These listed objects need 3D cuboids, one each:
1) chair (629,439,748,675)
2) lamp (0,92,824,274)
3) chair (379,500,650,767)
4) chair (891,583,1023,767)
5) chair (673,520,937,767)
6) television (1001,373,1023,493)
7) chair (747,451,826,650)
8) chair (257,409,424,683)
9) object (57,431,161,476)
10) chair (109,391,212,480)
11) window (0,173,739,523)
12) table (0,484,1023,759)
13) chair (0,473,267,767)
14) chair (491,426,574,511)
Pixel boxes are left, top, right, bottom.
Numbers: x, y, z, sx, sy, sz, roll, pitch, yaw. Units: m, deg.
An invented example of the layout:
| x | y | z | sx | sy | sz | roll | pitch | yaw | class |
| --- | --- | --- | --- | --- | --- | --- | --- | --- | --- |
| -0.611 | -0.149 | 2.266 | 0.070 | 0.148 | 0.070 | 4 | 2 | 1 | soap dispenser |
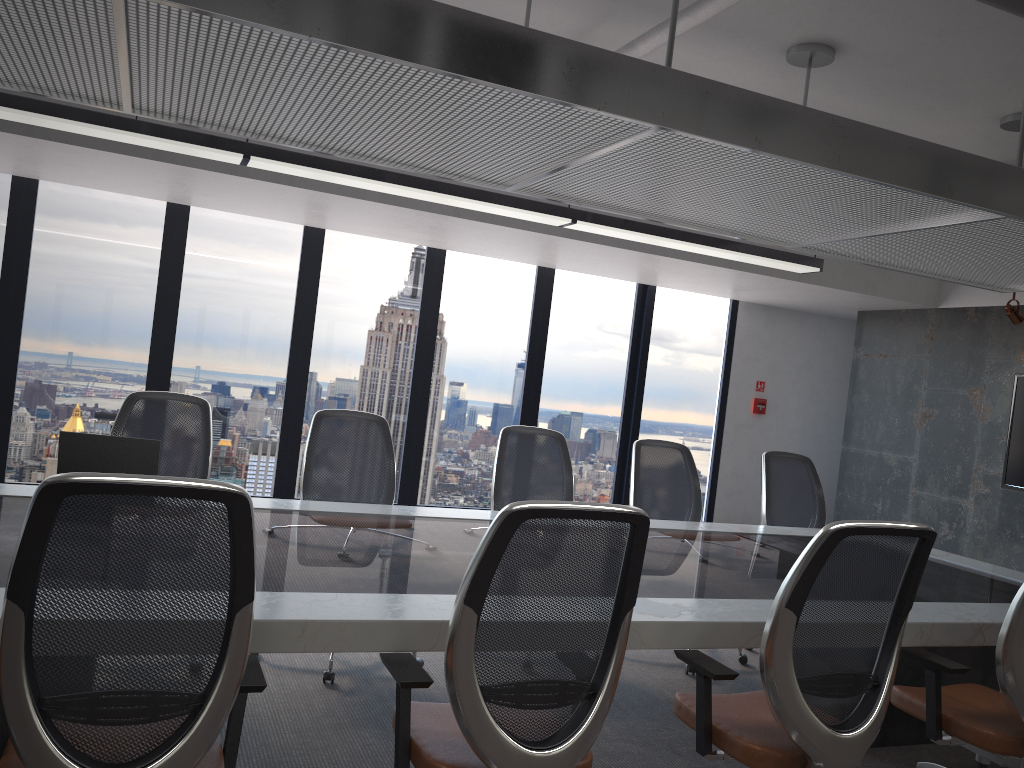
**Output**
| x | y | z | sx | sy | sz | roll | pitch | yaw | class |
| --- | --- | --- | --- | --- | --- | --- | --- | --- | --- |
| 0.984 | 0.937 | 5.072 | 0.828 | 1.166 | 0.789 | 7 | 0 | 32 | chair |
| 0.230 | -1.480 | 3.495 | 6.097 | 0.908 | 4.126 | 7 | 0 | -22 | lamp |
| -0.052 | 0.831 | 2.390 | 0.828 | 1.166 | 0.789 | 7 | 0 | 32 | chair |
| 1.689 | 1.031 | 3.115 | 0.828 | 1.166 | 0.789 | 7 | 0 | 32 | chair |
| 0.818 | 0.931 | 2.753 | 0.828 | 1.166 | 0.789 | 7 | 0 | 32 | chair |
| 4.808 | 0.481 | 5.607 | 0.101 | 0.960 | 3.667 | 7 | 0 | -22 | television |
| 1.854 | 1.037 | 5.434 | 0.828 | 1.166 | 0.789 | 7 | 0 | 32 | chair |
| -0.756 | 0.737 | 4.348 | 0.828 | 1.166 | 0.789 | 7 | 0 | 32 | chair |
| -1.595 | 0.332 | 3.569 | 0.366 | 0.277 | 0.308 | 7 | 0 | -12 | object |
| -1.654 | 0.633 | 4.048 | 0.828 | 1.166 | 0.789 | 7 | 0 | 42 | chair |
| -1.920 | -0.196 | 7.934 | 9.225 | 2.670 | 0.121 | 7 | 0 | -22 | window |
| 0.012 | 1.038 | 3.551 | 5.498 | 0.745 | 1.898 | 7 | 0 | -22 | table |
| -0.922 | 0.731 | 2.028 | 0.828 | 1.166 | 0.789 | 7 | 0 | 32 | chair |
| 0.174 | 0.843 | 4.831 | 0.828 | 1.166 | 0.789 | 7 | 0 | 38 | chair |
